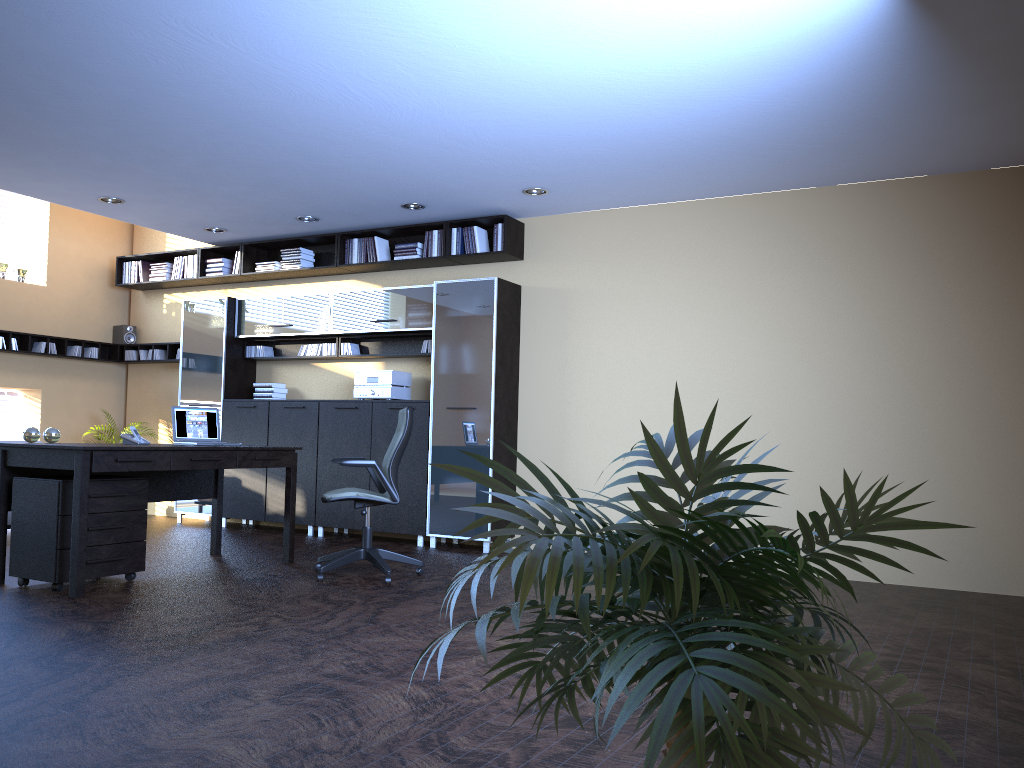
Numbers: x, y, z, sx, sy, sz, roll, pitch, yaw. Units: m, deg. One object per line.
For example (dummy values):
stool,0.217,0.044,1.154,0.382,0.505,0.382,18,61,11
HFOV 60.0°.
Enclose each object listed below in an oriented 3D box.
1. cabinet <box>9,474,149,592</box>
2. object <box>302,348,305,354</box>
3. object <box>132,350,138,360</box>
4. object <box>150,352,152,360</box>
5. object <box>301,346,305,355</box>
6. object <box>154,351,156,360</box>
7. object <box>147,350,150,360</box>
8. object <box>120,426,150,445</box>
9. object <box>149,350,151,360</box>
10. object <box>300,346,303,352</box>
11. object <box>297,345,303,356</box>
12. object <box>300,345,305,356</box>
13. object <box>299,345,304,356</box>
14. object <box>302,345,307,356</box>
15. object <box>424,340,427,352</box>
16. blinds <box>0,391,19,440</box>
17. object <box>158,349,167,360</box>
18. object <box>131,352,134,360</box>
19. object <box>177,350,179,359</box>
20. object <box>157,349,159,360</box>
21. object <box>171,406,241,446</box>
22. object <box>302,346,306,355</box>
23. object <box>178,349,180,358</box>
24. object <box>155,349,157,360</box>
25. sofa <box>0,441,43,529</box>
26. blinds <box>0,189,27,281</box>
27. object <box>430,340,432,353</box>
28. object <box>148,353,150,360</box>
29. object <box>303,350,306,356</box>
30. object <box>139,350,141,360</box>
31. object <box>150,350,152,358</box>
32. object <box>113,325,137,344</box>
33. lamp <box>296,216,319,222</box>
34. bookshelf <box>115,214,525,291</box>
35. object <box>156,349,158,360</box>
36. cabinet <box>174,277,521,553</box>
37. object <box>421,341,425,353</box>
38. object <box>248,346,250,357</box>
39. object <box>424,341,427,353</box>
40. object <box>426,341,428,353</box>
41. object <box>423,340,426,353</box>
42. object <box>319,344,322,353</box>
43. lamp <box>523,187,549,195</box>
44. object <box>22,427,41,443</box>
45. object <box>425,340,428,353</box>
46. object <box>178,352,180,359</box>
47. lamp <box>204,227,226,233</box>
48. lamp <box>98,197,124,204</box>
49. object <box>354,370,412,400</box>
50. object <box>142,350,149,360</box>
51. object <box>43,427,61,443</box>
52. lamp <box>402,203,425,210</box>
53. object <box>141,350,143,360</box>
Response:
cabinet,-2.761,0.940,5.698,0.500,0.679,0.635,0,-3,28
object,-2.095,-0.338,9.131,0.059,0.112,0.142,0,-3,28
object,-4.358,-0.328,10.342,0.040,0.118,0.142,0,-3,28
object,-4.091,-0.330,10.199,0.030,0.120,0.142,0,-3,28
object,-2.106,-0.339,9.131,0.055,0.110,0.140,0,-3,28
object,-4.042,-0.331,10.173,0.009,0.120,0.142,0,-3,28
object,-4.132,-0.329,10.221,0.040,0.118,0.142,0,-3,28
object,-2.598,0.355,6.120,0.146,0.126,0.130,1,-3,13
object,-4.109,-0.330,10.209,0.030,0.120,0.142,0,-3,28
object,-2.129,-0.338,9.153,0.059,0.112,0.142,0,-3,28
object,-2.142,-0.339,9.148,0.059,0.112,0.142,0,-3,28
object,-2.113,-0.338,9.138,0.059,0.112,0.142,0,-3,28
object,-2.122,-0.338,9.143,0.059,0.112,0.142,0,-3,28
object,-2.087,-0.339,9.122,0.055,0.110,0.140,0,-3,28
object,-0.788,-0.349,8.429,0.030,0.120,0.142,0,-3,28
blinds,-6.794,0.598,7.475,0.047,1.366,5.398,0,-3,28
object,-3.984,-0.330,10.141,0.040,0.118,0.142,0,-3,28
object,-4.380,-0.329,10.354,0.009,0.120,0.142,0,-3,28
object,-3.707,-0.332,9.993,0.030,0.120,0.142,0,-3,28
object,-3.997,-0.331,10.148,0.030,0.120,0.142,0,-3,28
object,-2.243,0.310,6.515,0.323,0.282,0.390,-1,-4,38
object,-2.095,-0.338,9.130,0.055,0.110,0.140,0,-3,28
object,-3.697,-0.332,9.988,0.030,0.120,0.142,0,-3,28
object,-4.024,-0.330,10.163,0.030,0.120,0.142,0,-3,28
sofa,-4.771,0.931,7.861,1.014,0.847,2.059,0,-4,28
blinds,-6.727,-1.974,7.561,0.039,1.459,5.398,0,-3,28
object,-0.731,-0.350,8.383,0.009,0.120,0.142,0,-3,28
object,-4.118,-0.330,10.214,0.030,0.120,0.142,0,-3,28
object,-2.084,-0.338,9.129,0.059,0.112,0.142,0,-3,28
object,-4.257,-0.329,10.288,0.030,0.120,0.142,0,-3,28
object,-4.100,-0.330,10.204,0.030,0.120,0.142,0,-3,28
object,-4.577,-0.571,10.481,0.254,0.229,0.159,-1,-3,38
lamp,-1.930,-1.604,8.380,0.209,0.096,0.208,0,-3,22
bookshelf,-2.231,-1.302,9.182,5.124,0.340,0.362,0,-3,28
object,-4.006,-0.331,10.153,0.030,0.120,0.142,0,-3,28
cabinet,-1.768,0.290,8.785,3.876,2.397,0.491,0,-3,28
object,-0.810,-0.347,8.441,0.040,0.118,0.142,0,-3,28
object,-2.766,-0.338,9.486,0.009,0.120,0.142,0,-3,28
object,-0.778,-0.349,8.424,0.030,0.120,0.142,0,-3,28
object,-0.770,-0.349,8.418,0.030,0.120,0.142,0,-3,28
object,-0.797,-0.349,8.434,0.030,0.120,0.142,0,-3,28
object,-1.908,-0.343,9.025,0.036,0.116,0.140,0,-3,28
lamp,0.196,-1.616,7.241,0.208,0.096,0.209,5,-4,-44
object,-3.142,0.333,5.796,0.105,0.105,0.105,4,-4,-43
object,-0.774,-0.349,8.411,0.026,0.117,0.140,0,-3,28
object,-3.688,-0.332,9.983,0.030,0.120,0.142,0,-3,28
lamp,-2.993,-1.598,8.950,0.208,0.096,0.209,5,-4,-44
lamp,-3.562,-1.676,7.887,0.209,0.096,0.208,1,-3,10
object,-1.240,0.020,8.476,0.430,0.281,0.363,0,-3,28
object,-4.217,-0.328,10.266,0.040,0.118,0.142,0,-3,28
object,-3.046,0.340,5.868,0.105,0.105,0.105,4,-4,-43
lamp,-0.867,-1.610,7.811,0.209,0.096,0.208,0,-3,22
object,-4.230,-0.329,10.273,0.030,0.120,0.142,0,-3,28
